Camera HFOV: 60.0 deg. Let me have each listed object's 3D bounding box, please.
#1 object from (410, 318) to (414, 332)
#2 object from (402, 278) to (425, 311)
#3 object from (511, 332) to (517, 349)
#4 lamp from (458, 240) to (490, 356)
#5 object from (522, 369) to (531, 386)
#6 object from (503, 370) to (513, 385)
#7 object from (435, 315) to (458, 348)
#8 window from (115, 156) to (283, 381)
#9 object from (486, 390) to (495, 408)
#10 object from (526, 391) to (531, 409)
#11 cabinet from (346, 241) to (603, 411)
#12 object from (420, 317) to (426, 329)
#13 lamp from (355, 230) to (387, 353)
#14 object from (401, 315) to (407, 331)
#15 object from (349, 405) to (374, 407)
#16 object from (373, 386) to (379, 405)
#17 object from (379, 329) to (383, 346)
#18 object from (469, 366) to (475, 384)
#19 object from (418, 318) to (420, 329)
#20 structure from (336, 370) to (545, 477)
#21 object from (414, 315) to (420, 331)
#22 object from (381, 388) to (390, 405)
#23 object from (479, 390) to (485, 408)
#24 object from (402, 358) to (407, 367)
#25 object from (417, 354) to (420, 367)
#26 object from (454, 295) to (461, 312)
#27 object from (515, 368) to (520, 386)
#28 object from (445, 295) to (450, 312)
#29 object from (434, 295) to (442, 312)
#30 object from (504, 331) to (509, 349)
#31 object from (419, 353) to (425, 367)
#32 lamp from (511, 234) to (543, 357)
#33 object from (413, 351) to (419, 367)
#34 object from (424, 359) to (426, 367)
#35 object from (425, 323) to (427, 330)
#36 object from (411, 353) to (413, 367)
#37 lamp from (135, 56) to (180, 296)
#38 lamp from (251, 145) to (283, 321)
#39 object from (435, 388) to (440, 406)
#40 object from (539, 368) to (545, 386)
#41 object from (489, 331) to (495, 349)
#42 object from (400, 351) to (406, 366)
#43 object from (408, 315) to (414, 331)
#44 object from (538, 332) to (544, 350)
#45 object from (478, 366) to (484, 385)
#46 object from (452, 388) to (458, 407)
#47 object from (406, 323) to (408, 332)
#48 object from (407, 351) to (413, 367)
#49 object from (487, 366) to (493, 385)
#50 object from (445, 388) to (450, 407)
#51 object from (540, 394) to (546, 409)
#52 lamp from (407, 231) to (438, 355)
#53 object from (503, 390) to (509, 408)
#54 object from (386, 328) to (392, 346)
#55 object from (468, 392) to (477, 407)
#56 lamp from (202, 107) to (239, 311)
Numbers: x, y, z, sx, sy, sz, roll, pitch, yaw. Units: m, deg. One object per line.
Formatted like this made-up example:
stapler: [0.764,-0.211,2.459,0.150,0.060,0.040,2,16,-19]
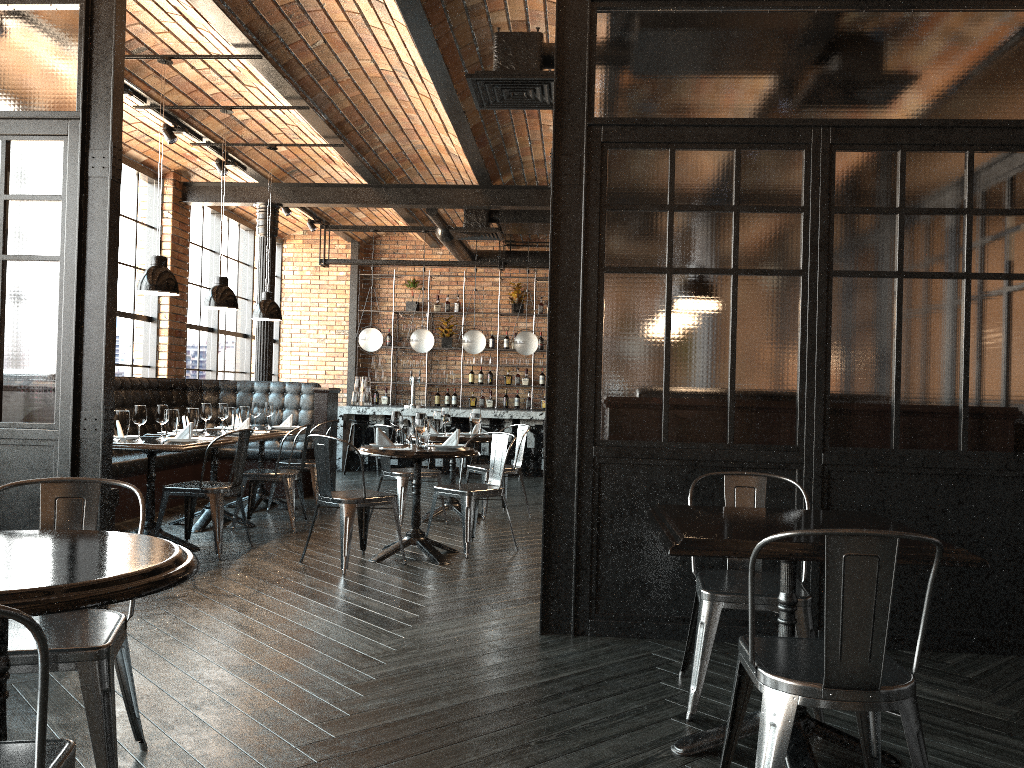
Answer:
object: [-1.612,-0.973,14.376,0.092,0.244,0.092,1,-1,10]
object: [-1.600,-1.437,14.332,0.377,0.554,0.422,2,-1,-8]
object: [0.054,-0.683,14.168,0.123,0.279,0.123,2,-1,-7]
lamp: [-0.515,-1.271,12.431,0.340,1.754,0.340,2,-1,-40]
object: [0.230,-0.107,14.150,0.123,0.279,0.123,1,-1,18]
object: [-0.061,-0.099,14.183,0.151,0.248,0.094,2,-1,-7]
object: [-1.030,-0.834,14.232,0.430,0.526,0.425,1,-1,16]
window: [-4.380,-0.777,6.190,0.168,3.253,16.179,2,-1,4]
object: [-0.339,0.241,14.186,0.123,0.279,0.123,1,-1,18]
object: [0.268,0.255,14.157,0.083,0.282,0.083,2,-1,-11]
cabinet: [-0.936,-0.563,14.211,7.075,3.779,0.564,2,-1,4]
object: [-1.422,-0.969,14.197,0.092,0.244,0.092,1,-1,10]
lamp: [-1.977,-1.310,12.534,0.340,1.754,0.340,2,-1,-40]
object: [-1.734,-0.978,14.219,0.092,0.244,0.092,1,-1,10]
object: [-2.137,0.308,12.615,0.273,0.019,0.437,2,-1,4]
object: [-2.188,0.182,14.304,0.086,0.297,0.086,1,-1,38]
object: [-2.141,-0.741,14.323,0.123,0.279,0.123,2,-1,-7]
object: [-0.645,-0.140,14.231,0.086,0.299,0.086,2,-1,-37]
object: [-1.514,-0.970,14.369,0.092,0.244,0.092,1,-1,10]
structure: [0.315,0.572,12.969,5.346,1.430,1.930,2,-1,4]
object: [-1.525,-0.972,14.204,0.092,0.244,0.092,1,-1,10]
object: [-2.031,0.197,14.305,0.123,0.279,0.123,1,-1,18]
object: [-0.476,0.235,14.209,0.083,0.282,0.083,2,-1,4]
object: [-1.738,-0.403,14.378,0.092,0.244,0.092,1,-1,10]
object: [-1.529,-0.398,14.364,0.092,0.244,0.092,1,-1,10]
object: [-0.873,-1.283,14.254,0.083,0.282,0.083,1,-1,19]
object: [0.093,-0.113,14.173,0.083,0.282,0.083,2,-1,4]
object: [-1.039,-1.287,14.265,0.083,0.282,0.083,2,-1,-11]
object: [-1.196,-1.289,14.277,0.123,0.279,0.123,2,-1,-7]
object: [-0.085,-0.697,14.199,0.086,0.298,0.086,2,-1,-37]
object: [-1.437,-0.397,14.192,0.092,0.244,0.092,1,-1,10]
lamp: [0.216,-1.252,12.379,0.340,1.754,0.340,2,-1,-40]
object: [-1.541,-0.400,14.199,0.092,0.244,0.092,1,-1,10]
object: [-1.426,-0.395,14.356,0.092,0.244,0.092,1,-1,10]
object: [-1.410,-0.968,14.361,0.092,0.244,0.092,1,-1,10]
object: [-1.628,-0.400,14.371,0.092,0.244,0.092,1,-1,10]
lamp: [-2.450,-1.456,6.203,0.291,1.653,0.291,2,-1,-21]
lamp: [-2.296,-1.432,8.403,0.291,1.653,0.291,2,-1,-41]
object: [-1.195,0.209,14.266,0.086,0.299,0.086,2,-1,-37]
object: [0.485,-0.111,14.153,0.086,0.298,0.086,2,-1,-37]
object: [-0.318,-0.702,14.222,0.086,0.298,0.086,2,-1,-37]
object: [-1.749,-0.405,14.214,0.092,0.244,0.092,1,-1,10]
object: [-1.624,-0.975,14.211,0.092,0.244,0.092,1,-1,10]
object: [0.462,-0.683,14.157,0.086,0.299,0.086,2,-1,-37]
object: [-0.497,-0.137,14.246,0.086,0.298,0.086,2,-1,-37]
object: [-0.919,0.216,14.248,0.086,0.298,0.086,2,-1,-37]
object: [-1.722,-0.976,14.383,0.092,0.244,0.092,1,-1,10]
object: [-1.639,-0.402,14.206,0.092,0.244,0.092,1,-1,10]
object: [-0.348,-0.133,14.207,0.086,0.297,0.086,2,-1,-37]
object: [-1.036,0.212,14.280,0.086,0.298,0.086,2,-1,-37]
object: [0.528,0.280,14.138,0.151,0.248,0.094,1,-1,13]
lamp: [-1.246,-1.291,12.482,0.340,1.754,0.340,2,-1,-40]
object: [-0.096,0.237,14.157,0.086,0.297,0.086,1,-1,38]
object: [-1.985,-0.748,14.329,0.086,0.299,0.086,2,-1,-37]
object: [-0.630,0.249,14.219,0.151,0.248,0.094,2,-1,-7]
lamp: [-2.373,-1.444,7.303,0.291,1.653,0.291,1,-1,29]
